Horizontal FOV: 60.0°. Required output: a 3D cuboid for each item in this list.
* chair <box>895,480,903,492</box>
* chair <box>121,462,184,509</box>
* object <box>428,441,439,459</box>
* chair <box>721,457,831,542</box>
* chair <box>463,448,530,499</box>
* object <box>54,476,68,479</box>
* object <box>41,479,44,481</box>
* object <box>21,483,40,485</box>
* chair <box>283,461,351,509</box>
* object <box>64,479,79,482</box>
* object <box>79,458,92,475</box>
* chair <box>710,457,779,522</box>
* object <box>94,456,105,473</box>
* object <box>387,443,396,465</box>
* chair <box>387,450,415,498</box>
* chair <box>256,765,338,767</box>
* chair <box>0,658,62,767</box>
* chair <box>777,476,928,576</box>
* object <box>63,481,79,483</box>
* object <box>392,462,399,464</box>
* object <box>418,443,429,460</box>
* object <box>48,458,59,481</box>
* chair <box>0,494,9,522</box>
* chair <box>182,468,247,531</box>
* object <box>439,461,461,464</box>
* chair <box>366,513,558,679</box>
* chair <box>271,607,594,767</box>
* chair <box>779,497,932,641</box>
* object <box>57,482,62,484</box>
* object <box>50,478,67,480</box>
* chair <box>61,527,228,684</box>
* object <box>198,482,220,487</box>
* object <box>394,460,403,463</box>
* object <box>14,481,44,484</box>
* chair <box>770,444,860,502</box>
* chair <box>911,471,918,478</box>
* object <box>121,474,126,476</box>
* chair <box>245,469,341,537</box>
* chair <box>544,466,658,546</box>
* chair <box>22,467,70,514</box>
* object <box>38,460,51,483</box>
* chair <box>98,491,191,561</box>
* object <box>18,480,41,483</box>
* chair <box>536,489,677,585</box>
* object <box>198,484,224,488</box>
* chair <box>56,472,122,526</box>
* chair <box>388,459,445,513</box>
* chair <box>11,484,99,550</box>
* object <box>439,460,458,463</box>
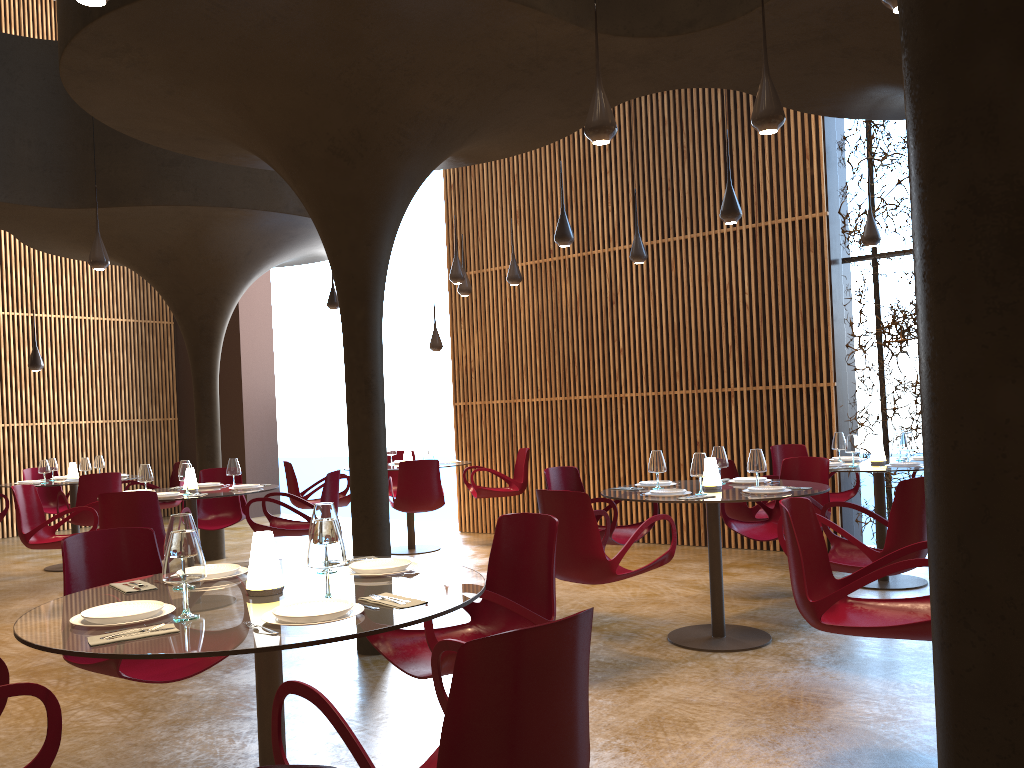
[{"bbox_3d":[3.668,0.886,7.234,0.625,0.636,0.873,-2,-1,-13],"label":"chair"},{"bbox_3d":[-4.956,1.421,12.260,0.872,0.636,0.625,-2,-1,-35],"label":"chair"},{"bbox_3d":[-1.049,0.913,11.847,0.142,0.295,0.142,-2,-1,-36],"label":"object"},{"bbox_3d":[2.253,0.953,7.377,0.872,0.636,0.625,-2,-1,-38],"label":"chair"},{"bbox_3d":[-0.180,1.199,11.890,0.872,0.636,0.625,-2,-1,-13],"label":"chair"},{"bbox_3d":[-6.074,1.268,12.020,0.263,0.029,0.263,-3,-2,7],"label":"object"},{"bbox_3d":[-6.330,1.291,11.861,0.126,0.017,0.262,-1,-2,-35],"label":"object"},{"bbox_3d":[-6.006,1.250,11.001,0.262,0.017,0.126,-2,-2,-30],"label":"object"},{"bbox_3d":[-2.485,1.286,11.417,0.872,0.636,0.625,-2,-1,-18],"label":"chair"},{"bbox_3d":[-5.474,1.214,11.129,0.263,0.029,0.263,-4,-2,44],"label":"object"},{"bbox_3d":[-5.467,1.093,11.362,0.142,0.295,0.142,-3,-1,27],"label":"object"},{"bbox_3d":[2.274,0.976,8.185,0.872,0.636,0.625,-2,-1,-13],"label":"chair"},{"bbox_3d":[-5.571,1.117,11.974,0.142,0.295,0.142,-3,-1,21],"label":"object"},{"bbox_3d":[-1.640,0.945,12.036,0.142,0.295,0.142,-3,-1,38],"label":"object"},{"bbox_3d":[-1.605,1.286,12.701,0.625,0.636,0.873,-2,-1,-8],"label":"chair"},{"bbox_3d":[-0.466,0.874,0.920,0.625,0.636,0.872,-3,-2,42],"label":"chair"},{"bbox_3d":[-1.861,0.986,2.558,0.872,0.636,0.625,-1,-1,-43],"label":"chair"},{"bbox_3d":[2.263,0.902,5.736,0.624,0.636,0.873,-2,-2,-43],"label":"chair"},{"bbox_3d":[-5.473,1.223,11.129,0.332,0.014,0.332,-3,-2,28],"label":"object"},{"bbox_3d":[-1.497,1.081,12.224,0.332,0.014,0.332,-4,-2,29],"label":"object"},{"bbox_3d":[-1.132,0.902,11.381,0.142,0.295,0.142,-3,-1,41],"label":"object"},{"bbox_3d":[-6.108,1.135,11.789,0.142,0.295,0.142,-2,-1,-36],"label":"object"},{"bbox_3d":[-6.696,1.454,10.825,0.872,0.636,0.625,-1,-1,-40],"label":"chair"},{"bbox_3d":[-3.284,1.274,9.869,0.625,0.636,0.873,-2,-1,-10],"label":"chair"},{"bbox_3d":[-0.842,1.037,11.729,0.332,0.014,0.332,-3,-2,10],"label":"object"},{"bbox_3d":[-0.190,0.959,4.073,0.872,0.636,0.625,-2,-1,-38],"label":"chair"},{"bbox_3d":[-0.179,0.908,2.432,0.624,0.636,0.873,-2,-2,-43],"label":"chair"},{"bbox_3d":[1.749,0.879,4.257,0.873,0.636,0.625,-3,-1,32],"label":"chair"},{"bbox_3d":[-5.476,1.225,11.126,0.410,0.012,0.204,-1,-2,-44],"label":"object"},{"bbox_3d":[-6.073,1.277,12.020,0.332,0.014,0.331,-4,-2,42],"label":"object"},{"bbox_3d":[-1.740,1.031,4.194,0.873,0.636,0.625,-4,-1,42],"label":"chair"},{"bbox_3d":[-3.187,1.056,9.265,0.263,0.029,0.263,-3,-2,10],"label":"object"},{"bbox_3d":[-1.497,1.072,12.224,0.263,0.029,0.263,-2,-2,-16],"label":"object"},{"bbox_3d":[-6.141,1.257,11.271,0.332,0.014,0.332,-3,-2,9],"label":"object"},{"bbox_3d":[3.196,0.977,9.541,0.625,0.636,0.873,-2,-1,-18],"label":"chair"},{"bbox_3d":[4.478,0.894,8.660,0.872,0.636,0.625,-2,-1,-8],"label":"chair"},{"bbox_3d":[-5.335,1.233,11.938,0.263,0.029,0.263,-3,-2,15],"label":"object"},{"bbox_3d":[-2.134,1.191,8.821,0.872,0.636,0.625,-3,-1,0],"label":"chair"},{"bbox_3d":[0.702,1.025,7.498,0.873,0.636,0.625,-4,-1,42],"label":"chair"},{"bbox_3d":[-6.499,1.495,12.453,0.873,0.636,0.625,-4,-2,45],"label":"chair"},{"bbox_3d":[-5.919,1.109,11.221,0.142,0.295,0.142,-2,-1,-42],"label":"object"},{"bbox_3d":[-3.130,1.195,7.519,0.625,0.636,0.873,-2,-1,-5],"label":"chair"},{"bbox_3d":[-6.141,1.248,11.271,0.263,0.029,0.263,-2,-2,-17],"label":"object"},{"bbox_3d":[0.581,0.980,5.862,0.872,0.636,0.625,-1,-1,-43],"label":"chair"},{"bbox_3d":[-3.187,1.065,9.265,0.332,0.014,0.332,-3,-2,0],"label":"object"},{"bbox_3d":[-5.021,1.373,10.621,0.624,0.636,0.873,-2,-1,-40],"label":"chair"},{"bbox_3d":[-1.130,1.198,10.495,0.625,0.636,0.873,-2,-1,-13],"label":"chair"},{"bbox_3d":[-4.381,1.285,8.651,0.872,0.636,0.625,-2,-1,-5],"label":"chair"},{"bbox_3d":[-0.843,1.028,11.729,0.263,0.029,0.263,-4,-2,39],"label":"object"}]
